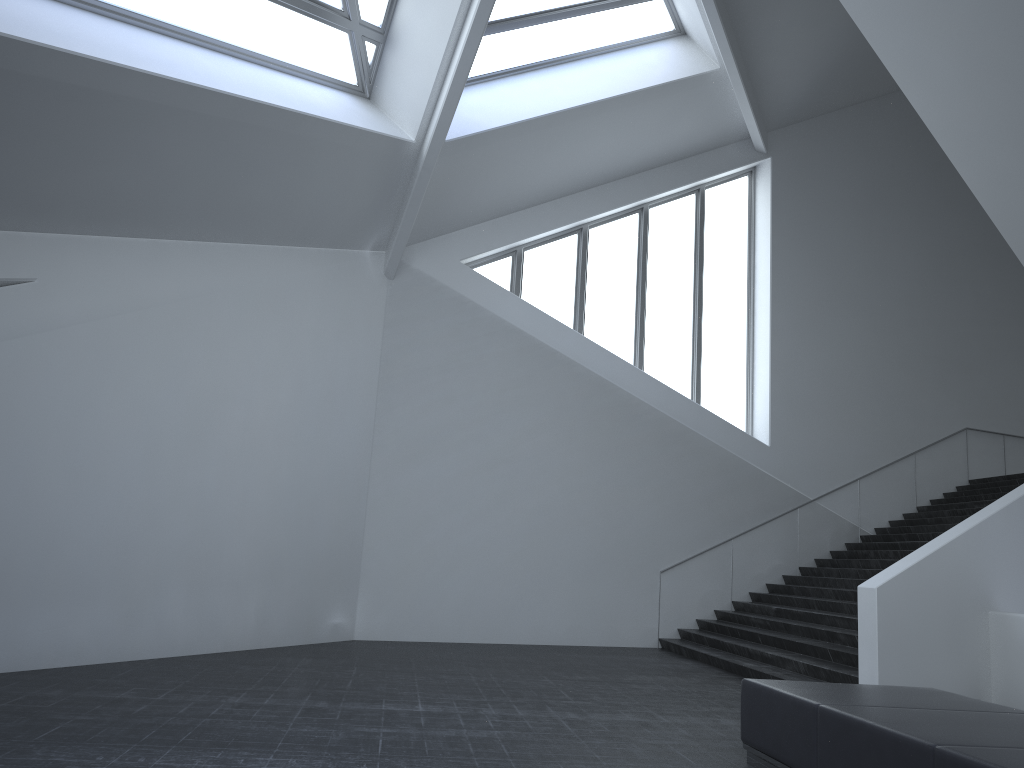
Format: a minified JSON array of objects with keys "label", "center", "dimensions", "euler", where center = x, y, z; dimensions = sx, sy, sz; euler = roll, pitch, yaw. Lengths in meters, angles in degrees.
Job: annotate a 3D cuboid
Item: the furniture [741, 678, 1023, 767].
[{"label":"furniture","center":[2.759,1.930,3.626],"dimensions":[1.488,0.580,5.742],"euler":[5,-11,-7]}]
